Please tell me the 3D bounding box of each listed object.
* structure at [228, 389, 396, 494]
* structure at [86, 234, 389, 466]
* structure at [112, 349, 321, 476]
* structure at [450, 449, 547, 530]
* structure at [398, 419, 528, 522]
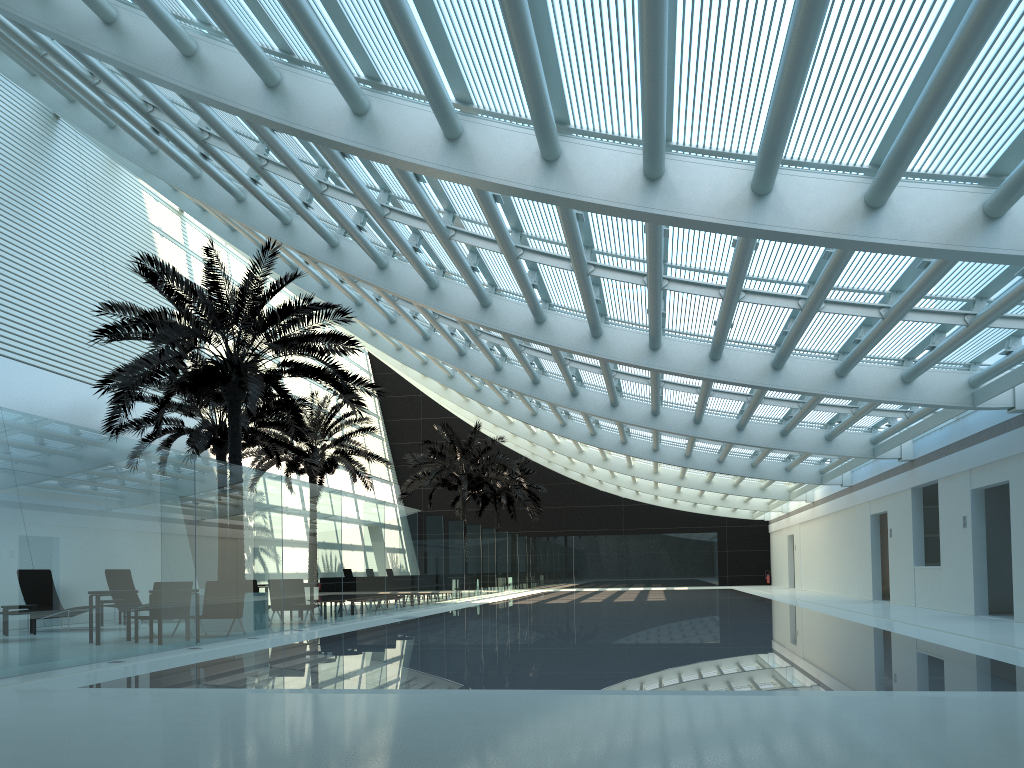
[{"bbox_3d":[-6.449,3.611,27.724,4.327,6.770,4.671,-5,-7,43],"label":"structure"},{"bbox_3d":[-5.065,0.906,15.533,4.845,6.894,4.501,-4,-6,28],"label":"structure"},{"bbox_3d":[-7.236,2.369,21.727,4.643,6.711,4.352,0,-5,-12],"label":"structure"},{"bbox_3d":[-0.543,6.641,42.643,4.458,6.892,4.895,0,-5,-12],"label":"structure"},{"bbox_3d":[-1.912,4.930,34.555,4.824,6.894,4.520,-1,-5,3],"label":"structure"}]
